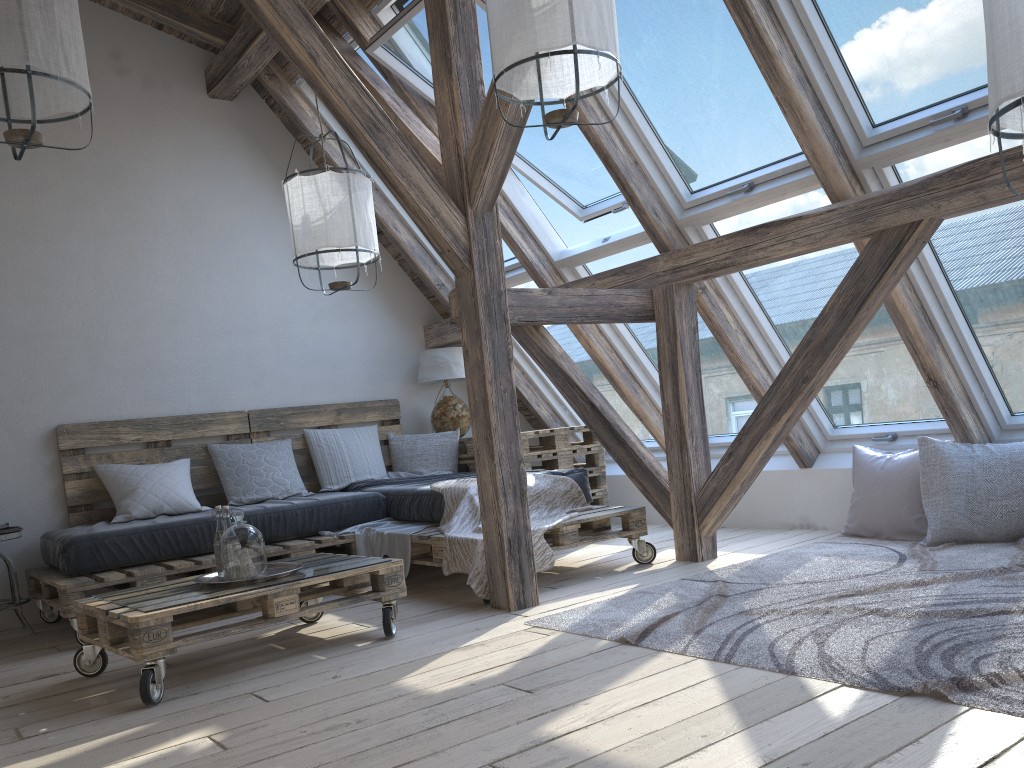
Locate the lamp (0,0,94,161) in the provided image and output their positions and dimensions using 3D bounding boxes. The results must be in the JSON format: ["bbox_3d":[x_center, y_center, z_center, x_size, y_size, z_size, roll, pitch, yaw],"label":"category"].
[{"bbox_3d":[-1.527,-1.255,2.610,0.408,1.090,0.396,-6,4,4],"label":"lamp"}]

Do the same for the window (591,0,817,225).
[{"bbox_3d":[0.613,-1.410,3.532,1.087,1.284,0.858,-7,2,-37],"label":"window"}]

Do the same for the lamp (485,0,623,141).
[{"bbox_3d":[0.087,-1.462,2.715,0.401,1.313,0.402,-4,4,29],"label":"lamp"}]

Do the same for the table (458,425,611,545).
[{"bbox_3d":[0.038,0.668,5.723,0.669,0.705,1.021,-7,0,-37],"label":"table"}]

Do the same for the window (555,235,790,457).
[{"bbox_3d":[0.983,-0.183,4.951,1.087,1.284,0.858,-7,2,-37],"label":"window"}]

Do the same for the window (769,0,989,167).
[{"bbox_3d":[1.162,-1.505,2.794,1.087,1.284,0.858,-7,2,-37],"label":"window"}]

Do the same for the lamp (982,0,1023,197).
[{"bbox_3d":[1.010,-1.322,1.537,0.400,1.907,0.403,-6,4,4],"label":"lamp"}]

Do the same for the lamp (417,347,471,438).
[{"bbox_3d":[-0.549,0.446,5.921,0.826,1.293,0.385,-4,4,39],"label":"lamp"}]

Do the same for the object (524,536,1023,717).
[{"bbox_3d":[1.849,0.648,2.673,2.172,0.057,3.203,-4,-3,-36],"label":"object"}]

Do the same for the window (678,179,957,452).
[{"bbox_3d":[1.532,-0.278,4.213,1.087,1.284,0.858,-7,2,-37],"label":"window"}]

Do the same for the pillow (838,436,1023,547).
[{"bbox_3d":[2.015,0.493,4.055,0.431,0.527,1.139,-8,0,-45],"label":"pillow"}]

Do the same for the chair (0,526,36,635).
[{"bbox_3d":[-2.504,0.960,4.218,0.351,0.524,0.354,-8,3,-33],"label":"chair"}]

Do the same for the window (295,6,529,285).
[{"bbox_3d":[-0.485,-1.220,5.009,1.087,1.284,0.858,-7,2,-37],"label":"window"}]

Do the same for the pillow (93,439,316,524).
[{"bbox_3d":[-1.653,0.504,4.818,1.121,0.357,0.352,-5,0,-37],"label":"pillow"}]

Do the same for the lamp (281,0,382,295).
[{"bbox_3d":[-0.876,-1.190,4.030,0.400,1.527,0.403,-6,4,4],"label":"lamp"}]

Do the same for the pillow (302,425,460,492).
[{"bbox_3d":[-0.799,0.430,5.494,0.963,0.402,0.387,-6,1,-20],"label":"pillow"}]

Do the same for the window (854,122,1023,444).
[{"bbox_3d":[2.081,-0.373,3.475,1.087,1.284,0.858,-7,2,-37],"label":"window"}]

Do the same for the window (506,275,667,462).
[{"bbox_3d":[0.434,-0.087,5.689,1.087,1.284,0.858,-7,2,-37],"label":"window"}]

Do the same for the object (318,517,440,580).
[{"bbox_3d":[-0.605,0.846,4.571,0.712,0.278,0.501,-8,-2,38],"label":"object"}]

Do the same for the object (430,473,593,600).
[{"bbox_3d":[0.058,0.669,4.109,0.809,0.476,1.009,-6,-1,-7],"label":"object"}]

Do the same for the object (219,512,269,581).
[{"bbox_3d":[-0.966,0.582,3.151,0.156,0.249,0.154,-5,3,22],"label":"object"}]

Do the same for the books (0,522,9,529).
[{"bbox_3d":[-2.515,0.687,4.185,0.149,0.021,0.204,-6,-3,-8],"label":"books"}]

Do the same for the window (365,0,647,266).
[{"bbox_3d":[0.101,-1.317,4.298,1.339,1.284,0.858,-7,2,-37],"label":"window"}]

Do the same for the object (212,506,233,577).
[{"bbox_3d":[-1.066,0.588,3.283,0.070,0.269,0.154,-9,4,-37],"label":"object"}]

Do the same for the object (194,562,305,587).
[{"bbox_3d":[-0.965,0.703,3.246,0.393,0.022,0.395,-5,-3,-17],"label":"object"}]
